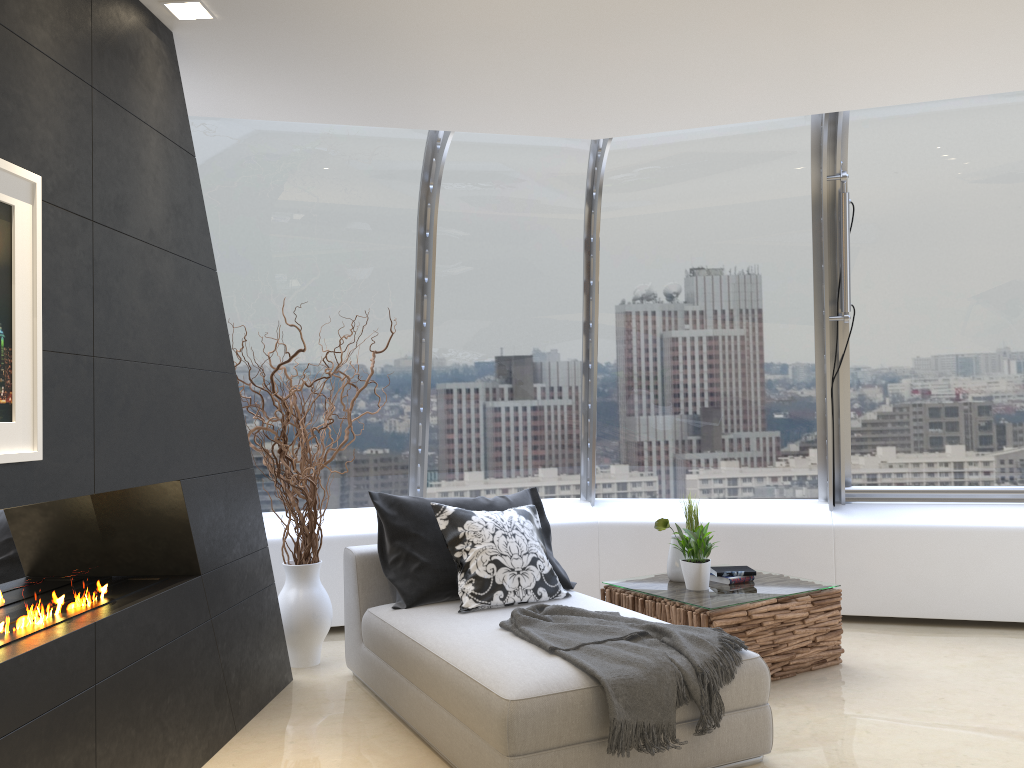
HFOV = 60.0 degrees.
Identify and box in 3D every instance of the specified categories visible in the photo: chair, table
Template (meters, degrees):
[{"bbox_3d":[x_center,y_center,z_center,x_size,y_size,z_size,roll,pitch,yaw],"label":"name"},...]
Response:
[{"bbox_3d":[0.059,1.184,4.153,1.176,0.690,2.068,0,-2,-26],"label":"chair"},{"bbox_3d":[1.150,1.323,4.909,1.007,0.436,0.923,0,-2,-31],"label":"table"}]

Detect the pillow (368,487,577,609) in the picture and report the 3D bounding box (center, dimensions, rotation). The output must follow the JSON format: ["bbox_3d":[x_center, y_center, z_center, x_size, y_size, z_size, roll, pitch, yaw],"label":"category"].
[{"bbox_3d":[-0.207,0.850,4.744,1.070,0.597,0.510,0,-2,-26],"label":"pillow"}]

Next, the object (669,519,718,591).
[{"bbox_3d":[0.993,0.924,4.801,0.284,0.369,0.215,-3,-3,37],"label":"object"}]

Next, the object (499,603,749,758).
[{"bbox_3d":[0.482,1.127,3.649,0.825,0.359,1.024,0,-2,-27],"label":"object"}]

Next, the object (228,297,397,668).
[{"bbox_3d":[-1.425,0.561,4.987,1.370,2.059,1.508,-1,-2,5],"label":"object"}]

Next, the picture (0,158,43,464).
[{"bbox_3d":[-1.409,-0.223,1.476,0.025,0.804,2.068,-1,-2,4],"label":"picture"}]

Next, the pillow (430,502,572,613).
[{"bbox_3d":[-0.049,0.854,4.485,0.683,0.528,0.431,0,-2,-32],"label":"pillow"}]

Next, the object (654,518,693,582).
[{"bbox_3d":[0.900,0.931,4.997,0.297,0.370,0.152,0,-3,-41],"label":"object"}]

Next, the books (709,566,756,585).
[{"bbox_3d":[1.236,1.076,4.991,0.265,0.063,0.246,-1,-2,-9],"label":"books"}]

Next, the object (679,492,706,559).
[{"bbox_3d":[1.050,0.863,5.183,0.153,0.511,0.150,0,-2,-28],"label":"object"}]
